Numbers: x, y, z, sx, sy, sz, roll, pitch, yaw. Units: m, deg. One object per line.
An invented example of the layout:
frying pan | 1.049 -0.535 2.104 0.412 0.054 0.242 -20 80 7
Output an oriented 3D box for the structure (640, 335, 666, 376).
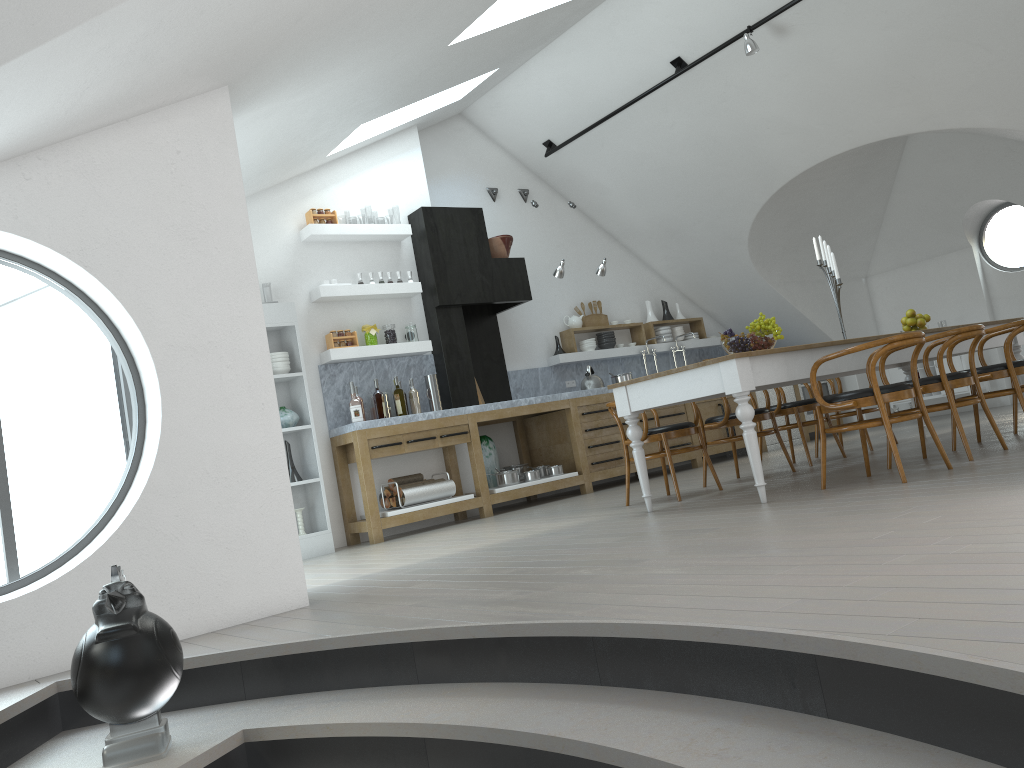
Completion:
structure | 1.658 -0.266 9.984 0.331 0.531 0.214 -14 -7 33

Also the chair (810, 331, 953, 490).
chair | 1.947 0.143 4.707 0.528 0.737 0.618 -7 -6 -33

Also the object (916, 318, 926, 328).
object | 3.043 -0.455 6.597 0.071 0.072 0.070 -12 -5 18

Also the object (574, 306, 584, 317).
object | 0.785 -0.746 9.817 0.199 0.260 0.016 -8 -7 -26

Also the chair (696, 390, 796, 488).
chair | 1.617 0.342 6.479 0.528 0.737 0.618 -6 -7 -40

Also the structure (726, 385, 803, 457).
structure | 2.883 0.365 10.343 0.725 0.825 0.596 -7 -7 -37

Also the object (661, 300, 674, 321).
object | 1.837 -0.875 10.569 0.156 0.269 0.155 -7 -7 -32

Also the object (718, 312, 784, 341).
object | 1.510 -0.294 5.602 0.393 0.285 0.292 -12 -5 17

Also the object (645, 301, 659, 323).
object | 1.625 -0.848 10.415 0.155 0.269 0.156 -16 -8 42

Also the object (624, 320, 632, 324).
object | 1.333 -0.704 10.174 0.099 0.049 0.098 -7 -6 -39

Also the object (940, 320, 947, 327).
object | 4.988 -0.641 10.216 0.063 0.187 0.063 -15 -7 38

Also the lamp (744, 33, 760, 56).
lamp | 1.921 -2.744 7.136 0.112 0.175 0.114 -12 -6 16

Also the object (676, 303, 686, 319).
object | 2.015 -0.872 10.709 0.155 0.219 0.156 -14 -7 34

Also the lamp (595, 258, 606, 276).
lamp | 0.921 -1.183 9.051 0.112 0.177 0.168 -5 -8 -44

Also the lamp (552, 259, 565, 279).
lamp | 0.459 -1.120 8.708 0.115 0.179 0.164 -9 -6 -18

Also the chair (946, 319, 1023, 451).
chair | 3.092 -0.001 5.597 0.528 0.737 0.619 -6 -7 -41

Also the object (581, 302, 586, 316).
object | 0.810 -0.766 9.843 0.055 0.300 0.027 -6 -7 -37

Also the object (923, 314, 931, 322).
object | 3.105 -0.492 6.643 0.063 0.064 0.062 -12 -5 16

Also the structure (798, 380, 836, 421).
structure | 3.470 0.194 10.802 0.633 0.638 0.628 -7 -7 -37

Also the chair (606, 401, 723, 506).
chair | 1.005 0.426 6.093 0.528 0.737 0.618 -6 -7 -37

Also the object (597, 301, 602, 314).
object | 0.993 -0.790 9.959 0.068 0.299 0.039 -6 -7 -37

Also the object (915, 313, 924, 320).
object | 3.048 -0.499 6.632 0.053 0.057 0.057 -8 -6 -22

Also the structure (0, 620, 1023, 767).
structure | -1.258 1.161 0.784 4.705 0.695 4.700 -11 -4 8

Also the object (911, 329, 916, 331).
object | 3.012 -0.389 6.631 0.051 0.050 0.049 -7 -6 -33

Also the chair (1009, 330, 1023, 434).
chair | 3.707 -0.086 5.975 0.528 0.737 0.618 -7 -6 -34

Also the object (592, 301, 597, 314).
object | 0.944 -0.784 9.919 0.057 0.300 0.019 -6 -7 -37

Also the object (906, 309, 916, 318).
object | 3.004 -0.528 6.673 0.072 0.074 0.072 -7 -7 -37

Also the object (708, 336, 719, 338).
object | 2.452 -0.558 10.930 0.212 0.025 0.213 -14 -6 41

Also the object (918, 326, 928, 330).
object | 3.080 -0.408 6.641 0.064 0.064 0.063 -8 -6 -26

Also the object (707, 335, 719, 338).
object | 2.450 -0.567 10.931 0.212 0.025 0.213 -14 -6 41

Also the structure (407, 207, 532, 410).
structure | -0.417 -0.692 8.565 1.077 1.890 0.777 -6 -7 -37

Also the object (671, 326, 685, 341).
object | 1.981 -0.594 10.557 0.158 0.160 0.153 -10 -5 -9

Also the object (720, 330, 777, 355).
object | 1.518 -0.229 5.624 0.359 0.160 0.360 -14 -6 33

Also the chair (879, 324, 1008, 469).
chair | 2.503 0.076 5.174 0.528 0.737 0.618 -6 -7 -37

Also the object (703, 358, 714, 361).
object | 2.446 -0.203 10.798 0.200 0.223 0.103 -7 -7 -37

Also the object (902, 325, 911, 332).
object | 2.966 -0.418 6.658 0.059 0.056 0.059 -6 -7 -42

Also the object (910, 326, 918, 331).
object | 3.031 -0.402 6.697 0.080 0.074 0.078 -11 -5 8

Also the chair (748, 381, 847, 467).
chair | 2.163 0.278 6.962 0.528 0.737 0.618 -7 -6 -33

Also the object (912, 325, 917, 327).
object | 3.057 -0.451 6.737 0.053 0.053 0.051 -5 -7 -45

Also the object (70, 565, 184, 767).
object | -1.159 0.826 2.671 0.319 0.564 0.320 -13 -6 26

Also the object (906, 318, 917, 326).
object | 2.979 -0.463 6.611 0.072 0.064 0.070 -6 -7 -43

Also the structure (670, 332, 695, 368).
structure | 2.047 -0.316 10.276 0.331 0.531 0.214 -14 -7 33

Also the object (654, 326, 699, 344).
object | 1.967 -0.587 10.575 0.658 0.196 0.197 -7 -6 -37

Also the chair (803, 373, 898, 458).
chair | 2.745 0.203 7.387 0.528 0.737 0.618 -6 -7 -40

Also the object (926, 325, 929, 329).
object | 4.855 -0.597 10.345 0.048 0.170 0.048 -16 -8 40

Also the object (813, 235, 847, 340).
object | 2.258 -0.688 6.206 0.265 0.878 0.775 -14 -6 27

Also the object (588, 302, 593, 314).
object | 0.905 -0.778 9.914 0.061 0.300 0.040 -6 -8 -39

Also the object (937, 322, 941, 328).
object | 4.980 -0.631 10.278 0.054 0.179 0.054 -14 -7 30

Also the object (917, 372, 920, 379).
object | 4.784 -0.103 10.372 0.318 0.085 0.081 -7 -6 -36

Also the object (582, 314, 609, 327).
object | 0.925 -0.702 9.898 0.354 0.158 0.084 -7 -7 -37

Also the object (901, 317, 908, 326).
object | 2.968 -0.472 6.685 0.066 0.071 0.072 -13 -6 22
